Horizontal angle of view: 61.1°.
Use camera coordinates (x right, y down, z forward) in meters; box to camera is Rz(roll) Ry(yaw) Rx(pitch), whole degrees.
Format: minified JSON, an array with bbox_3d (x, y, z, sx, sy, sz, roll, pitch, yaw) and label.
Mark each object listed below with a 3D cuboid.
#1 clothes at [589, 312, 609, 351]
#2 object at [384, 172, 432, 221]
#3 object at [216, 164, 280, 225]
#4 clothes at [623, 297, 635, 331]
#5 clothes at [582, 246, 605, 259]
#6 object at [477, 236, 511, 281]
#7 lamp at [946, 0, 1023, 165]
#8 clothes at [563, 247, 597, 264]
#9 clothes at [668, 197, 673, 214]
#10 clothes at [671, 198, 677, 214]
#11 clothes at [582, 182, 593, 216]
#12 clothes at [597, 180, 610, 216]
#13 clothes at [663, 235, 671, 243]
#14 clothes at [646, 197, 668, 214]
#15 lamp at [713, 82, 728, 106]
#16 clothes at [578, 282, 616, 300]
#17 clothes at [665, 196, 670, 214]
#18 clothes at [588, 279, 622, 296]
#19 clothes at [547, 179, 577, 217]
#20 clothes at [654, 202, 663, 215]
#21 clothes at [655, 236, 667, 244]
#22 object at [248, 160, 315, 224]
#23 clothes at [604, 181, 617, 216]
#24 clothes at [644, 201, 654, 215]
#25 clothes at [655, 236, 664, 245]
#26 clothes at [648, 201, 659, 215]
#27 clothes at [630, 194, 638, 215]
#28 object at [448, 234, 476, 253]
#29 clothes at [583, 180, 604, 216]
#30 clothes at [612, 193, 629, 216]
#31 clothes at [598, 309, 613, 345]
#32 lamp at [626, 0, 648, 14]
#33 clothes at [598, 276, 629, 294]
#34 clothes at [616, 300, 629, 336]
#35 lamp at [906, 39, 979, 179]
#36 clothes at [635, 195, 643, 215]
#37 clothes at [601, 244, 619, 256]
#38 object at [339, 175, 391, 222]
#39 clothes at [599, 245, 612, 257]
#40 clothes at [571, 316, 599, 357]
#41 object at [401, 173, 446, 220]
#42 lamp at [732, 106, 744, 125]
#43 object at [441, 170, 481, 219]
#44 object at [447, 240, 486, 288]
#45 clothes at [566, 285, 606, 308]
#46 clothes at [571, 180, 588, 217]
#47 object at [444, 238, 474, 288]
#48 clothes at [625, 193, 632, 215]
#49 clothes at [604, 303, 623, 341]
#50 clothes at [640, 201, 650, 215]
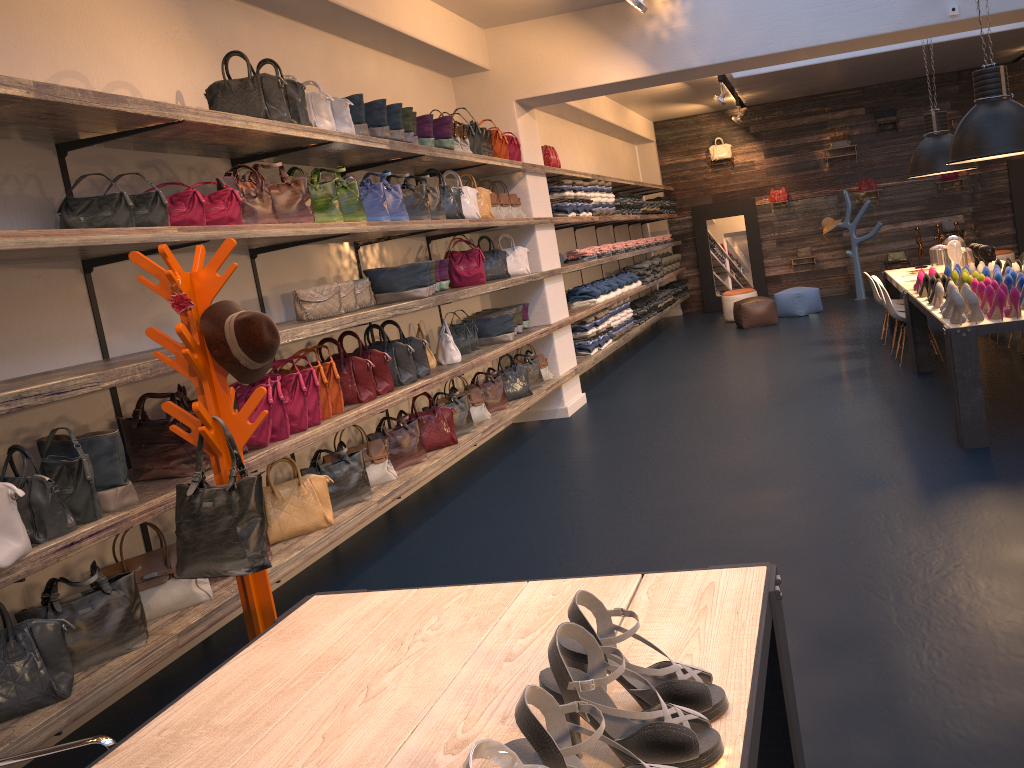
[{"bbox_3d":[0.897,-0.577,9.496,0.239,0.409,0.339,-6,8,24],"label":"clothes"},{"bbox_3d":[-0.702,-1.200,5.617,0.398,0.337,0.205,-11,7,-19],"label":"object"},{"bbox_3d":[-1.253,-0.881,4.122,0.186,0.303,0.381,-8,8,8],"label":"object"},{"bbox_3d":[1.352,-0.864,10.861,0.251,0.454,0.358,-5,8,30],"label":"clothes"},{"bbox_3d":[0.914,-1.527,10.148,0.310,0.154,0.364,-7,8,12],"label":"clothes"},{"bbox_3d":[-0.206,-1.062,7.338,0.464,0.384,0.176,-15,9,-40],"label":"object"},{"bbox_3d":[3.247,-2.385,5.955,0.689,1.640,0.714,-8,7,8],"label":"lamp"},{"bbox_3d":[0.780,-1.453,9.826,0.324,0.158,0.345,-2,10,37],"label":"clothes"},{"bbox_3d":[2.603,-3.054,14.951,0.338,0.298,0.320,-6,8,16],"label":"clothes"},{"bbox_3d":[2.715,-3.118,15.272,0.332,0.298,0.326,-6,8,23],"label":"clothes"},{"bbox_3d":[0.740,-2.051,9.672,0.239,0.409,0.339,-6,8,24],"label":"clothes"},{"bbox_3d":[0.983,-2.205,10.355,0.251,0.454,0.358,-5,8,30],"label":"clothes"},{"bbox_3d":[2.526,-2.454,14.841,0.324,0.158,0.345,-2,10,37],"label":"clothes"},{"bbox_3d":[2.391,-2.928,14.309,0.353,0.298,0.344,-6,8,19],"label":"clothes"},{"bbox_3d":[2.771,-3.842,11.535,0.195,0.326,0.222,-13,8,-29],"label":"lamp"},{"bbox_3d":[0.941,-1.071,10.112,0.393,0.239,0.463,-4,9,32],"label":"clothes"},{"bbox_3d":[2.492,-2.990,14.631,0.361,0.298,0.327,-8,7,5],"label":"clothes"},{"bbox_3d":[1.078,-1.149,10.505,0.407,0.239,0.449,-6,8,16],"label":"clothes"},{"bbox_3d":[0.508,-1.918,9.008,0.239,0.409,0.339,-6,8,24],"label":"clothes"},{"bbox_3d":[2.196,-2.824,13.952,0.401,0.250,0.361,-7,8,14],"label":"clothes"},{"bbox_3d":[2.415,-2.387,14.457,0.310,0.154,0.364,-7,8,12],"label":"clothes"},{"bbox_3d":[-1.175,-0.939,4.318,0.400,0.337,0.204,-11,7,-21],"label":"object"},{"bbox_3d":[1.106,-2.275,10.708,0.251,0.454,0.358,-5,8,30],"label":"clothes"},{"bbox_3d":[1.918,-2.665,13.156,0.401,0.250,0.361,-7,8,14],"label":"clothes"},{"bbox_3d":[2.280,-2.313,14.135,0.324,0.158,0.345,-2,10,37],"label":"clothes"},{"bbox_3d":[2.059,-2.746,13.565,0.389,0.250,0.371,-5,9,26],"label":"clothes"},{"bbox_3d":[1.557,-2.455,11.947,0.338,0.298,0.320,-6,8,16],"label":"clothes"},{"bbox_3d":[-0.387,-0.986,6.906,0.308,0.408,0.130,-11,7,-16],"label":"object"},{"bbox_3d":[0.872,-2.141,10.035,0.251,0.454,0.358,-5,8,30],"label":"clothes"},{"bbox_3d":[1.345,-2.328,11.305,0.353,0.298,0.344,-6,8,19],"label":"clothes"},{"bbox_3d":[0.985,-0.639,9.825,0.239,0.409,0.339,-6,8,24],"label":"clothes"},{"bbox_3d":[0.903,-2.770,6.162,0.253,0.326,0.173,-11,7,-15],"label":"lamp"},{"bbox_3d":[1.218,-1.230,10.907,0.407,0.239,0.449,-6,8,16],"label":"clothes"},{"bbox_3d":[1.229,-0.794,10.508,0.251,0.454,0.358,-5,8,30],"label":"clothes"},{"bbox_3d":[4.170,-2.914,8.609,0.762,1.640,0.641,-14,8,-37],"label":"lamp"},{"bbox_3d":[1.669,-2.519,12.268,0.332,0.298,0.326,-6,8,23],"label":"clothes"},{"bbox_3d":[1.160,-1.668,10.853,0.310,0.154,0.364,-7,8,12],"label":"clothes"},{"bbox_3d":[-0.900,-1.083,5.136,0.408,0.303,0.172,-16,9,-43],"label":"object"},{"bbox_3d":[1.025,-1.594,10.531,0.324,0.158,0.345,-2,10,37],"label":"clothes"},{"bbox_3d":[0.754,-0.507,9.161,0.239,0.409,0.339,-6,8,24],"label":"clothes"},{"bbox_3d":[-0.613,-1.249,5.860,0.408,0.337,0.200,-14,8,-33],"label":"object"},{"bbox_3d":[3.670,-4.357,14.117,0.195,0.326,0.222,-13,8,-29],"label":"lamp"},{"bbox_3d":[-0.429,-1.392,6.448,0.463,0.384,0.177,-14,8,-37],"label":"object"},{"bbox_3d":[-0.355,-0.923,6.621,0.200,0.360,0.269,-3,9,42],"label":"object"},{"bbox_3d":[0.790,-0.984,9.678,0.407,0.239,0.449,-6,8,16],"label":"clothes"},{"bbox_3d":[0.651,-1.989,9.343,0.239,0.409,0.339,-6,8,24],"label":"clothes"},{"bbox_3d":[-0.391,-0.950,6.757,0.209,0.383,0.274,-4,9,39],"label":"object"},{"bbox_3d":[1.446,-2.391,11.627,0.361,0.298,0.327,-8,7,5],"label":"clothes"},{"bbox_3d":[1.117,-0.730,10.188,0.251,0.454,0.358,-5,8,30],"label":"clothes"},{"bbox_3d":[1.782,-2.588,12.769,0.389,0.250,0.371,-5,9,26],"label":"clothes"}]
